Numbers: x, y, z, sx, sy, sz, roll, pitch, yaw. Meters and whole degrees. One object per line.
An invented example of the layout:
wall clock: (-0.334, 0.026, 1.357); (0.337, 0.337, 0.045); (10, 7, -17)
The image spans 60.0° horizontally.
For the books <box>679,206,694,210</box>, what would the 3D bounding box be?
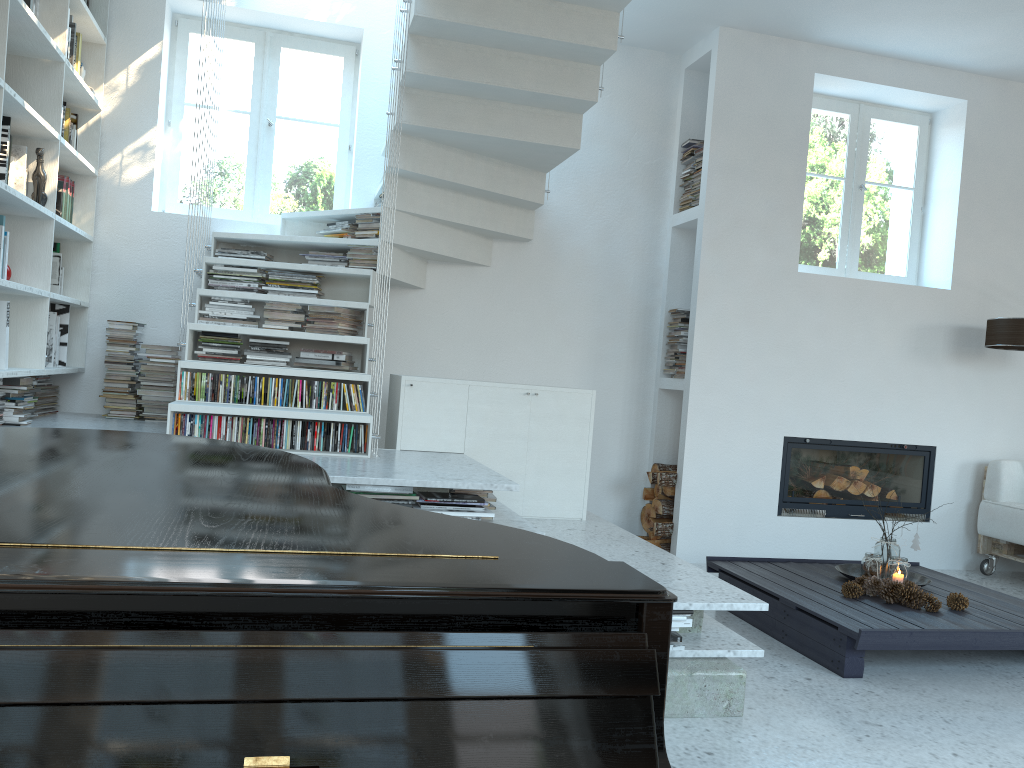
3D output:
books: (1.231, -1.116, 5.710); (0.290, 0.007, 0.130); (4, 1, -19)

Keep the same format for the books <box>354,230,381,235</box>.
books: (-0.722, -0.820, 4.931); (0.181, 0.017, 0.250); (5, 1, 36)

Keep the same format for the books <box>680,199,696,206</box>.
books: (1.237, -1.147, 5.693); (0.274, 0.014, 0.174); (4, 1, -17)

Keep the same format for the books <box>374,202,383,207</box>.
books: (-0.681, -1.048, 5.310); (0.265, 0.017, 0.174); (4, 1, -19)

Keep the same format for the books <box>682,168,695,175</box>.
books: (1.245, -1.355, 5.730); (0.266, 0.016, 0.138); (4, 1, -14)

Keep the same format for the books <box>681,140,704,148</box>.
books: (1.253, -1.532, 5.715); (0.288, 0.017, 0.136); (4, 1, -10)

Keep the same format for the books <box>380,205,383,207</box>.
books: (-0.602, -0.994, 5.037); (0.264, 0.016, 0.181); (4, 1, -21)

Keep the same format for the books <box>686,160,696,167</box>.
books: (1.253, -1.405, 5.714); (0.221, 0.018, 0.154); (4, 1, -10)

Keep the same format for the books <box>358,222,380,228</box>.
books: (-0.712, -0.861, 4.925); (0.190, 0.028, 0.213); (5, 1, 38)

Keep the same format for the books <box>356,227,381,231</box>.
books: (-0.719, -0.842, 4.929); (0.163, 0.010, 0.256); (5, 1, 31)

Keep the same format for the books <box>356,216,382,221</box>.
books: (-0.709, -0.898, 4.924); (0.175, 0.012, 0.283); (5, 1, 31)

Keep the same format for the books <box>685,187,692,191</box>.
books: (1.241, -1.244, 5.708); (0.223, 0.011, 0.134); (4, 1, -19)

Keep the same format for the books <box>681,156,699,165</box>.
books: (1.257, -1.420, 5.701); (0.294, 0.014, 0.184); (4, 1, -12)

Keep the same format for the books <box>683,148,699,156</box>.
books: (1.262, -1.475, 5.700); (0.281, 0.014, 0.170); (4, 1, -9)

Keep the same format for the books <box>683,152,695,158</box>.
books: (1.259, -1.453, 5.705); (0.289, 0.006, 0.164); (4, 1, -10)

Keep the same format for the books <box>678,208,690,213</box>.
books: (1.232, -1.092, 5.700); (0.290, 0.013, 0.157); (4, 1, -18)

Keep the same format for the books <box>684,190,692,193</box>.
books: (1.239, -1.225, 5.710); (0.223, 0.011, 0.134); (4, 1, -18)

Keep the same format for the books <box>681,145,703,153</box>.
books: (1.263, -1.491, 5.700); (0.299, 0.006, 0.192); (4, 1, -14)

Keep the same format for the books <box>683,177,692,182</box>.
books: (1.249, -1.307, 5.700); (0.249, 0.006, 0.189); (4, 1, -17)

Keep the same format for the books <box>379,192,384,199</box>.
books: (-0.601, -1.060, 5.045); (0.281, 0.014, 0.170); (4, 1, -19)

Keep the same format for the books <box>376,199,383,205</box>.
books: (-0.677, -1.066, 5.304); (0.264, 0.019, 0.170); (4, 1, -15)

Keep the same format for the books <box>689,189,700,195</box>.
books: (1.249, -1.179, 5.508); (0.249, 0.013, 0.151); (4, 1, -16)

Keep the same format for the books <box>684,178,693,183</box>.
books: (1.246, -1.298, 5.710); (0.220, 0.011, 0.177); (4, 1, -15)

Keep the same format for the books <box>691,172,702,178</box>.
books: (1.259, -1.280, 5.499); (0.260, 0.009, 0.140); (4, 1, -15)

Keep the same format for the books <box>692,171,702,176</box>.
books: (1.261, -1.287, 5.492); (0.254, 0.006, 0.128); (4, 1, -13)

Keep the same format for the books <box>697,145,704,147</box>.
books: (1.259, -1.501, 5.719); (0.215, 0.013, 0.150); (4, 1, -15)

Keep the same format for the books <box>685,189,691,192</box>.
books: (1.239, -1.235, 5.713); (0.219, 0.008, 0.132); (4, 1, -11)

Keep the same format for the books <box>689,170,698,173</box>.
books: (1.251, -1.337, 5.703); (0.238, 0.018, 0.173); (4, 1, -9)

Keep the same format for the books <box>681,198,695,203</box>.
books: (1.236, -1.161, 5.704); (0.254, 0.012, 0.161); (4, 1, -15)

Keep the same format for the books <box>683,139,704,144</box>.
books: (1.255, -1.544, 5.711); (0.283, 0.008, 0.140); (4, 1, -9)

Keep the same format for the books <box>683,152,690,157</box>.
books: (1.254, -1.465, 5.725); (0.273, 0.009, 0.129); (4, 1, -11)

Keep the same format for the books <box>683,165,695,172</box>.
books: (1.251, -1.371, 5.712); (0.267, 0.017, 0.155); (4, 1, -10)

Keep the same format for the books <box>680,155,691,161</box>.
books: (1.251, -1.440, 5.733); (0.300, 0.007, 0.127); (4, 1, -14)

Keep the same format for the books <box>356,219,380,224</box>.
books: (-0.736, -0.885, 4.943); (0.135, 0.017, 0.250); (5, 1, 36)

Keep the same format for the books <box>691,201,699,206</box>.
books: (1.246, -1.111, 5.512); (0.225, 0.011, 0.142); (4, 1, -17)

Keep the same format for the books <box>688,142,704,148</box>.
books: (1.256, -1.515, 5.699); (0.199, 0.016, 0.182); (4, 1, -16)

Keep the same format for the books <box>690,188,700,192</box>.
books: (1.251, -1.189, 5.505); (0.257, 0.006, 0.136); (4, 1, -10)

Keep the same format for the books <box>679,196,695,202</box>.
books: (1.237, -1.172, 5.702); (0.282, 0.010, 0.169); (4, 1, -14)

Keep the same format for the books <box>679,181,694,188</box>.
books: (1.243, -1.268, 5.708); (0.298, 0.007, 0.147); (4, 1, -13)

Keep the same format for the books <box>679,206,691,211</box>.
books: (1.232, -1.110, 5.704); (0.273, 0.006, 0.157); (4, 1, -16)

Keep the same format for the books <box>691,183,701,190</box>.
books: (1.253, -1.213, 5.503); (0.234, 0.016, 0.147); (4, 1, -13)

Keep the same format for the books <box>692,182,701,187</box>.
books: (1.255, -1.224, 5.498); (0.241, 0.007, 0.133); (4, 1, -12)

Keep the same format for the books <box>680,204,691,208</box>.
books: (1.231, -1.125, 5.713); (0.264, 0.012, 0.143); (4, 1, -15)

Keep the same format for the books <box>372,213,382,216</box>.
books: (-0.717, -0.928, 4.931); (0.160, 0.014, 0.227); (5, 1, 39)

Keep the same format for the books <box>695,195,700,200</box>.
books: (1.250, -1.152, 5.498); (0.192, 0.016, 0.121); (4, 1, -9)

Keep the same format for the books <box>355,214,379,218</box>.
books: (-0.734, -0.914, 4.943); (0.128, 0.016, 0.261); (5, 1, 37)

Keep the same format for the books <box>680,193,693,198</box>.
books: (1.240, -1.194, 5.699); (0.264, 0.019, 0.170); (4, 1, -15)

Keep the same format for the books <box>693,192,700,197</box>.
books: (1.250, -1.166, 5.501); (0.208, 0.013, 0.140); (4, 1, -15)

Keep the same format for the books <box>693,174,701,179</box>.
books: (1.258, -1.271, 5.501); (0.236, 0.009, 0.128); (4, 1, -9)

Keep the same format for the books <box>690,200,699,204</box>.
books: (1.242, -1.125, 5.520); (0.208, 0.008, 0.164); (4, 1, -19)

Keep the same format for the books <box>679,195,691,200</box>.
books: (1.238, -1.181, 5.703); (0.290, 0.008, 0.147); (4, 1, -10)

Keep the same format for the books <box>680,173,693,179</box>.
books: (1.244, -1.323, 5.726); (0.292, 0.013, 0.127); (4, 1, -18)

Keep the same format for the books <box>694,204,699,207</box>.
books: (1.247, -1.093, 5.505); (0.197, 0.025, 0.125); (4, 1, -10)

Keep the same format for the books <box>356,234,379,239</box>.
books: (-0.736, -0.805, 4.940); (0.142, 0.015, 0.247); (5, 1, 34)

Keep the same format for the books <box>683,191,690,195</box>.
books: (1.238, -1.212, 5.710); (0.245, 0.016, 0.137); (4, 1, -17)

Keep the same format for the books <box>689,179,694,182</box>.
books: (1.248, -1.284, 5.690); (0.233, 0.015, 0.169); (4, 1, -9)

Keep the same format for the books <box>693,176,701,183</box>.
books: (1.257, -1.258, 5.498); (0.232, 0.017, 0.134); (4, 1, -12)

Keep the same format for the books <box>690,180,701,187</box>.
books: (1.251, -1.235, 5.516); (0.237, 0.014, 0.158); (4, 1, -9)
